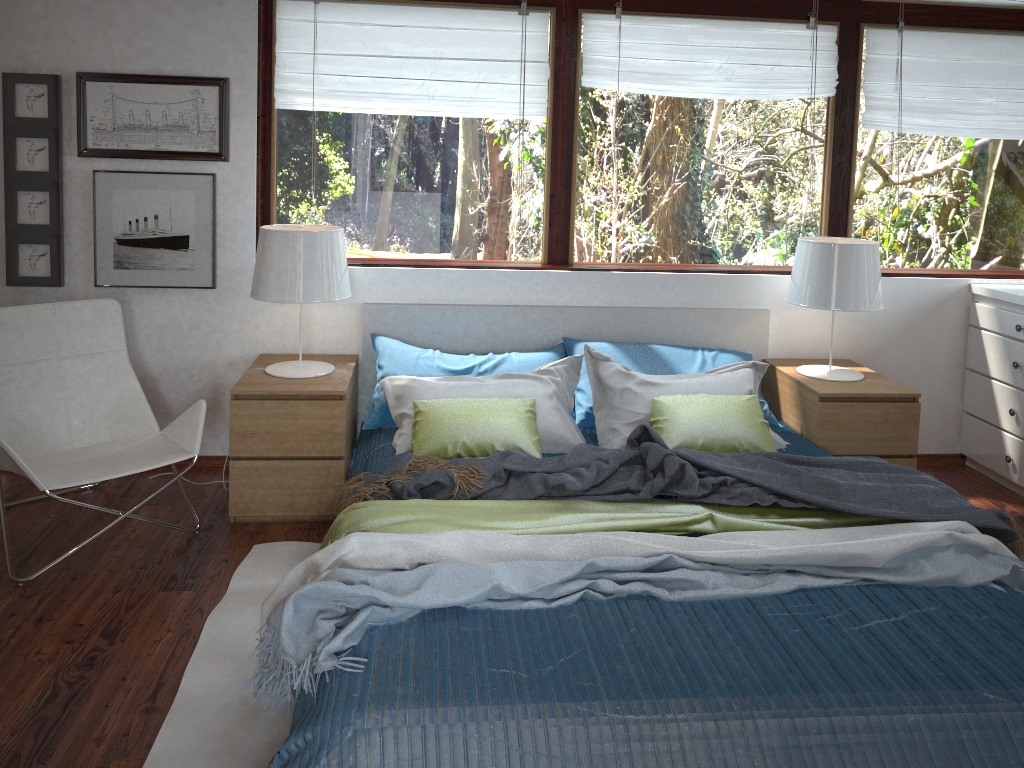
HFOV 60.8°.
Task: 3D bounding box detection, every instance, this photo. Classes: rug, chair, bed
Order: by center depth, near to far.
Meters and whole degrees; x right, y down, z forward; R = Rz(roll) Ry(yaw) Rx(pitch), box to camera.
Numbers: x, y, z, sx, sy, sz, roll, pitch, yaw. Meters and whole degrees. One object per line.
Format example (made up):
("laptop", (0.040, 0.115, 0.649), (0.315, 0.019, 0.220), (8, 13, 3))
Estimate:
("rug", (0.486, 0.813, 2.335), (2.710, 0.048, 1.853), (0, 15, -6))
("bed", (0.436, 0.345, 2.788), (2.137, 0.753, 2.649), (1, 14, -5))
("chair", (-1.559, 0.141, 3.172), (0.811, 0.783, 0.704), (11, 13, 44))

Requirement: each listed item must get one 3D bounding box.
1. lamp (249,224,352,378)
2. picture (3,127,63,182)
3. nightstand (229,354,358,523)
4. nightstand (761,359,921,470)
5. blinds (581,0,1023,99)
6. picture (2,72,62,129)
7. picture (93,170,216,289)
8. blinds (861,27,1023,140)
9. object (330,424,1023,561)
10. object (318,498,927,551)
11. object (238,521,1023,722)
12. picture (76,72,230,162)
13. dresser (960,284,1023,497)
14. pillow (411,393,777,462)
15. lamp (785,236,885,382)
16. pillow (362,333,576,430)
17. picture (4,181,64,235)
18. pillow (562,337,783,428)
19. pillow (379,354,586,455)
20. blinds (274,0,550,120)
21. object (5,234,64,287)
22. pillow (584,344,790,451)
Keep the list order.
("lamp", (-0.860, -0.347, 3.561), (0.405, 0.578, 0.415), (1, 8, -9))
("picture", (-2.018, -0.967, 3.678), (0.222, 0.222, 0.041), (1, 5, -6))
("nightstand", (-0.875, 0.213, 3.585), (0.428, 0.530, 0.625), (1, 10, -6))
("nightstand", (1.402, 0.226, 3.819), (0.428, 0.530, 0.625), (1, 10, -6))
("blinds", (1.603, -1.654, 4.125), (2.559, 0.646, 0.055), (0, 5, -6))
("picture", (-2.011, -1.186, 3.657), (0.222, 0.222, 0.041), (1, 5, -6))
("picture", (-1.536, -0.662, 3.756), (0.504, 0.497, 0.044), (1, 5, -6))
("blinds", (2.265, -1.440, 4.210), (1.177, 0.499, 0.054), (1, 5, -6))
("object", (0.444, 0.364, 2.814), (2.125, 0.399, 0.646), (3, 12, 3))
("object", (0.409, 0.570, 2.605), (2.104, 0.439, 0.504), (-1, 10, -10))
("object", (0.413, 0.610, 2.238), (2.154, 0.369, 0.551), (-1, 12, -11))
("picture", (-1.529, -1.137, 3.720), (0.625, 0.357, 0.042), (1, 5, -6))
("dresser", (2.616, 0.353, 2.714), (0.616, 0.858, 3.206), (1, 14, -6))
("pillow", (0.312, 0.160, 3.289), (1.377, 0.215, 0.319), (0, 11, -6))
("lamp", (1.399, -0.334, 3.792), (0.406, 0.578, 0.415), (0, 8, -14))
("pillow", (-0.173, -0.023, 3.742), (0.911, 0.324, 0.356), (0, 10, -8))
("picture", (-2.026, -0.747, 3.698), (0.222, 0.222, 0.041), (1, 5, -6))
("pillow", (0.686, -0.012, 3.830), (0.920, 0.313, 0.376), (0, 11, -8))
("pillow", (-0.097, 0.092, 3.442), (0.872, 0.352, 0.485), (-1, 11, -11))
("blinds", (-0.436, -1.460, 3.933), (1.234, 0.488, 0.055), (0, 5, -6))
("object", (-2.034, -0.528, 3.719), (0.222, 0.222, 0.041), (1, 5, -6))
("pillow", (0.716, 0.061, 3.511), (0.852, 0.384, 0.369), (-1, 10, -11))
